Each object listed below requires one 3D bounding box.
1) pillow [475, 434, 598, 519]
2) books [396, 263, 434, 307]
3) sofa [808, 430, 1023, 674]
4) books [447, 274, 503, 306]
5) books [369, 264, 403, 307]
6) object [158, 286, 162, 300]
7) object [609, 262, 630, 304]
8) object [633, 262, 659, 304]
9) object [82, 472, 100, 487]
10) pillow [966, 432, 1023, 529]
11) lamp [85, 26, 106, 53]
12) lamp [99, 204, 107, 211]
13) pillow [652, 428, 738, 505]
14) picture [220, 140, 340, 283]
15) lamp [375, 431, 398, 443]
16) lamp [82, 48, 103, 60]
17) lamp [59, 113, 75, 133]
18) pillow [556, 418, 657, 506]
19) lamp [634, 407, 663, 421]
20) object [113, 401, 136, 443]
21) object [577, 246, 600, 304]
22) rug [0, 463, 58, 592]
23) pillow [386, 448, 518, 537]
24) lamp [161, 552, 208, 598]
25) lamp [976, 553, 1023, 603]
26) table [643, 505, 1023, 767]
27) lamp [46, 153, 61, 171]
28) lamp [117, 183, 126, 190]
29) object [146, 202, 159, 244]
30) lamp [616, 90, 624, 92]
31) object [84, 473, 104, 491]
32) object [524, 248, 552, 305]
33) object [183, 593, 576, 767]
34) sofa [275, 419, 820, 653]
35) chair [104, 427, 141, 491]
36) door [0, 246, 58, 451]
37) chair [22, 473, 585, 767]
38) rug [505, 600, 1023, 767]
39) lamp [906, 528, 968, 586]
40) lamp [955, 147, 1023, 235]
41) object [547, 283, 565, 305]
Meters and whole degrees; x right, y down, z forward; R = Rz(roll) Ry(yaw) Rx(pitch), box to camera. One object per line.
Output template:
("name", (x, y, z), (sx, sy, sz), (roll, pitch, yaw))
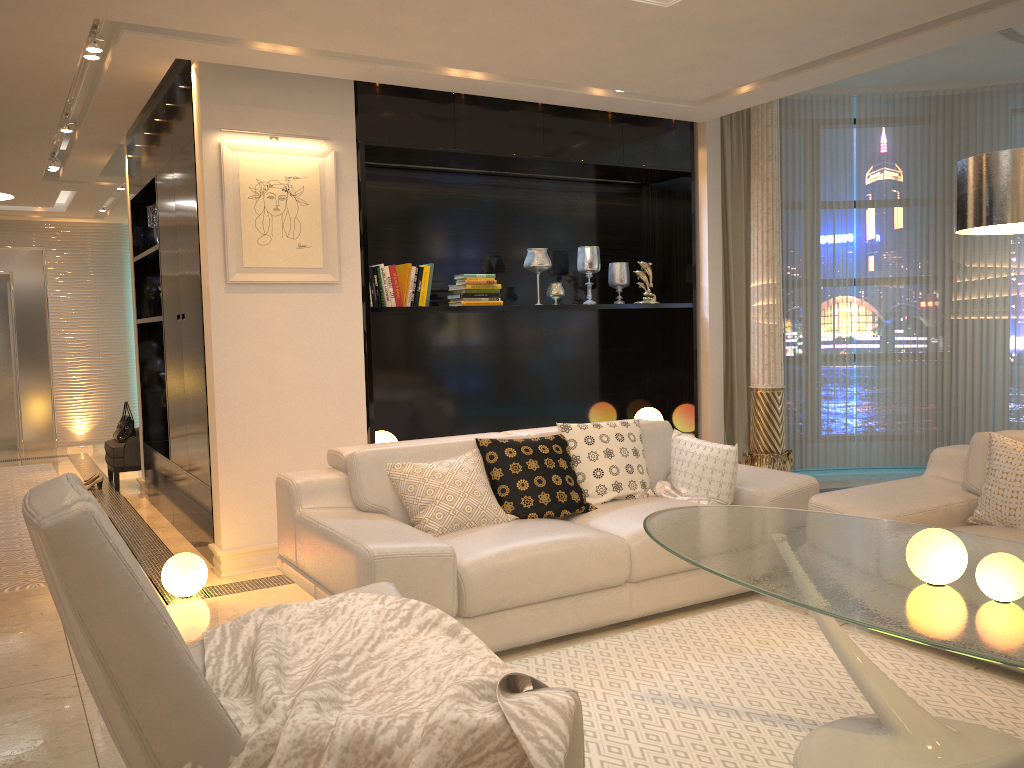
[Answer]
("pillow", (0.124, 0.421, 4.120), (0.524, 0.355, 0.323), (-4, 4, -30))
("books", (-0.604, -0.594, 5.381), (0.210, 0.261, 0.212), (-4, 4, -30))
("sofa", (2.317, 0.634, 3.092), (1.145, 0.754, 2.328), (-4, 4, -30))
("books", (-0.233, -0.590, 5.627), (0.296, 0.197, 0.260), (-3, 4, -28))
("books", (-0.802, -0.585, 5.260), (0.240, 0.270, 0.208), (-4, 4, -30))
("object", (-2.569, -0.671, 6.617), (0.176, 0.361, 0.079), (2, 5, 41))
("object", (0.772, -0.711, 6.387), (0.147, 0.317, 0.147), (-4, 4, -28))
("object", (0.934, -0.705, 6.195), (0.182, 0.293, 0.116), (-4, 4, -33))
("object", (-3.610, 0.814, 7.610), (0.235, 0.135, 0.084), (0, 4, 18))
("pillow", (2.089, 0.406, 3.566), (0.222, 0.380, 0.463), (-3, 4, -26))
("lamp", (-2.037, -1.681, 4.317), (0.107, 0.127, 0.107), (2, 5, 41))
("lamp", (-4.523, -1.968, 9.782), (0.107, 0.127, 0.107), (2, 5, 41))
("pillow", (0.876, 0.401, 4.314), (0.281, 0.325, 0.521), (-3, 4, -21))
("picture", (-1.227, -0.906, 4.731), (0.610, 0.729, 0.027), (-4, 4, -30))
("lamp", (-0.798, 0.393, 5.425), (0.213, 0.214, 0.212), (-1, 4, 9))
("lamp", (-2.102, -1.686, 4.428), (0.107, 0.127, 0.107), (2, 5, 41))
("lamp", (-3.008, -1.763, 5.982), (0.107, 0.127, 0.107), (2, 5, 41))
("pillow", (0.496, 0.379, 4.386), (0.526, 0.399, 0.255), (-4, 4, -30))
("lamp", (0.997, 0.276, 6.475), (0.212, 0.214, 0.213), (0, 4, 20))
("object", (-3.342, 0.321, 7.648), (0.168, 0.345, 0.366), (-4, 4, -31))
("object", (0.545, -0.752, 6.259), (0.156, 0.426, 0.156), (-3, 4, -25))
("rug", (-4.084, 0.957, 6.516), (1.526, 0.015, 5.025), (-4, 4, -30))
("pillow", (-0.264, 0.481, 3.882), (0.521, 0.329, 0.351), (-4, 4, -30))
("lamp", (-1.597, 0.931, 4.327), (0.213, 0.214, 0.212), (-1, 4, 9))
("lamp", (1.178, 0.464, 2.129), (0.115, 0.115, 0.115), (-2, 4, -5))
("table", (1.143, 0.788, 2.403), (0.999, 0.565, 2.140), (-4, 4, -31))
("lamp", (-3.782, -1.827, 7.303), (0.107, 0.127, 0.235), (-4, 4, -30))
("lamp", (-3.702, -1.900, 8.386), (0.107, 0.127, 0.107), (2, 5, 41))
("object", (-2.519, -1.123, 6.333), (0.155, 0.347, 0.155), (2, 5, 40))
("lamp", (0.651, -1.803, 5.267), (0.107, 0.127, 0.107), (2, 5, 41))
("object", (-3.547, 0.824, 7.427), (0.235, 0.135, 0.084), (-4, 4, -28))
("object", (0.173, -0.711, 5.925), (0.181, 0.381, 0.181), (-4, 5, -36))
("object", (-0.347, 0.867, 1.837), (0.972, 0.580, 1.347), (-1, 4, 7))
("sofa", (0.206, 0.625, 4.124), (2.328, 0.754, 1.145), (-4, 4, -30))
("chair", (-3.173, 0.409, 7.737), (0.702, 0.898, 0.625), (-4, 4, -29))
("door", (-2.876, -5.688, 0.595), (83.408, 24.296, 83.408), (-2, 4, -9))
("chair", (-0.503, 0.664, 1.975), (0.983, 0.991, 1.027), (-4, 4, -31))
("rug", (1.155, 1.084, 2.396), (1.661, 0.020, 2.900), (-4, 4, -31))
("lamp", (1.090, 0.442, 2.278), (0.143, 0.143, 0.143), (2, 5, 44))
("lamp", (2.198, -0.240, 2.976), (2.009, 2.519, 0.393), (-4, 4, -30))
("object", (0.295, -0.604, 5.989), (0.119, 0.154, 0.119), (-3, 4, -21))
